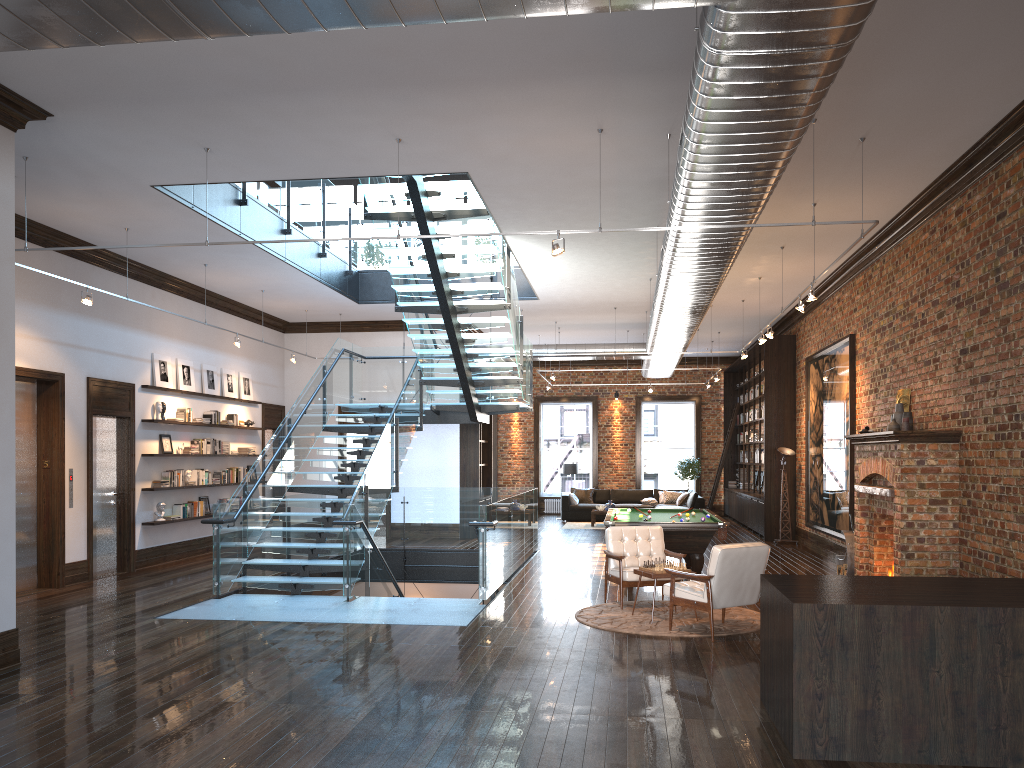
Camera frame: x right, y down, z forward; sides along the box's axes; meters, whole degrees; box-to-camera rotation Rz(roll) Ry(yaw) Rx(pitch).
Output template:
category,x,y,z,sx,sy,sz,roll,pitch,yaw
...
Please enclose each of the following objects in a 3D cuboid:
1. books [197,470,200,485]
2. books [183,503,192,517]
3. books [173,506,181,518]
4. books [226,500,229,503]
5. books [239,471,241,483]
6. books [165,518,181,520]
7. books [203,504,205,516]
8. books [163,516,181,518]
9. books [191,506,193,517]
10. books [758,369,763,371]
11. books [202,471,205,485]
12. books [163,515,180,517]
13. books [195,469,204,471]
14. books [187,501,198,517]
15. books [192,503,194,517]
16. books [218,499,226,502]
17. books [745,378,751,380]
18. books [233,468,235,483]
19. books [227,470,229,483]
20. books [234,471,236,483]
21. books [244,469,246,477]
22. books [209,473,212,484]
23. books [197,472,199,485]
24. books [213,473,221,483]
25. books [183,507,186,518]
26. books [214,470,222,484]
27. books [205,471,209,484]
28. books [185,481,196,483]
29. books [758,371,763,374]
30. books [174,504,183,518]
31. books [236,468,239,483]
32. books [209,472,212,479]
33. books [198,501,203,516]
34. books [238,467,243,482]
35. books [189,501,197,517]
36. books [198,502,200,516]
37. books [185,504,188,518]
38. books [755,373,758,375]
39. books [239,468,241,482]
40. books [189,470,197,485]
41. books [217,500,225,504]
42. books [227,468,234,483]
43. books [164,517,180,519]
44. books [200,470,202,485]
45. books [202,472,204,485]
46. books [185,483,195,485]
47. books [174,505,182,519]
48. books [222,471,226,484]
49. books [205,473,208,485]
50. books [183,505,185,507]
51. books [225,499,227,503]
category,x,y,z,sx,sy,sz,roll,pitch,yaw
books,-5.139,1.519,14.426,0.148,0.252,0.012,0,0,7
books,-5.184,2.013,14.134,0.140,0.225,0.060,0,0,7
books,-5.229,2.001,13.844,0.131,0.203,0.011,0,0,7
books,-5.007,2.132,15.454,0.151,0.207,0.085,0,-1,7
books,-4.940,1.657,15.861,0.166,0.214,0.027,0,0,7
books,-5.248,2.084,13.689,0.141,0.011,0.288,-1,-5,10
books,-5.127,2.065,14.558,0.154,0.191,0.028,0,0,7
books,-5.246,2.052,13.689,0.141,0.011,0.288,-1,-5,11
books,-5.172,2.038,14.178,0.152,0.183,0.030,0,0,7
books,5.797,-0.318,20.387,0.205,0.017,0.360,0,-5,5
books,-5.118,1.538,14.547,0.170,0.234,0.012,0,0,7
books,-5.252,2.041,13.690,0.142,0.011,0.255,-1,-5,8
books,-5.124,1.524,14.559,0.157,0.265,0.011,0,0,7
books,-5.154,2.016,14.281,0.176,0.244,0.082,0,0,7
books,-5.177,2.023,14.232,0.136,0.222,0.021,0,0,7
books,-5.038,2.108,15.335,0.137,0.228,0.138,0,-1,7
books,6.138,-0.123,22.925,0.192,0.007,0.365,-1,-5,9
books,-4.974,1.621,15.695,0.128,0.259,0.035,0,0,7
books,-5.011,1.619,15.494,0.115,0.229,0.025,0,0,7
books,-4.974,1.650,15.728,0.159,0.205,0.015,0,0,7
books,-4.909,1.659,16.090,0.169,0.246,0.013,0,0,7
books,-5.090,1.586,14.816,0.138,0.184,0.053,0,0,7
books,-5.146,1.531,14.359,0.154,0.218,0.030,0,0,7
books,-5.059,1.621,15.190,0.128,0.175,0.050,0,0,7
books,-5.194,2.016,13.916,0.167,0.184,0.029,0,0,7
books,-5.046,1.597,15.220,0.142,0.228,0.014,0,0,7
books,-5.112,1.561,14.765,0.142,0.224,0.012,0,0,7
books,-5.185,1.566,14.176,0.141,0.011,0.287,-1,-5,9
books,5.799,-0.263,20.387,0.193,0.030,0.314,0,-5,3
books,-5.224,1.993,13.889,0.126,0.225,0.031,0,0,7
books,-4.949,1.630,15.807,0.161,0.259,0.019,0,0,7
books,-5.098,1.573,14.836,0.143,0.214,0.042,0,0,7
books,-5.126,2.033,14.477,0.168,0.242,0.026,0,0,7
books,-4.929,1.635,16.016,0.145,0.281,0.006,0,0,7
books,-5.170,2.017,14.339,0.141,0.252,0.012,0,0,7
books,-5.148,2.033,14.423,0.147,0.232,0.036,0,0,7
books,-5.196,2.004,14.000,0.152,0.221,0.011,0,0,7
books,5.901,-0.233,21.110,0.204,0.011,0.309,-1,-5,7
books,-4.958,1.650,16.010,0.119,0.250,0.013,0,0,7
books,-5.155,1.512,14.329,0.141,0.252,0.012,0,0,7
books,-5.037,2.108,15.296,0.141,0.224,0.136,0,-1,7
books,-4.981,1.619,15.671,0.128,0.259,0.035,0,0,7
books,-5.248,2.062,13.689,0.142,0.011,0.256,0,-5,5
books,-5.138,1.531,14.485,0.153,0.239,0.010,0,0,7
books,-5.129,1.545,14.528,0.150,0.218,0.028,0,0,7
books,-5.181,1.598,14.175,0.142,0.011,0.257,0,-5,4
books,-5.221,1.999,13.861,0.133,0.209,0.024,0,0,7
books,-5.015,1.609,15.298,0.164,0.216,0.012,0,0,7
books,-5.108,1.565,14.665,0.158,0.201,0.060,0,0,7
books,-5.224,2.009,13.961,0.130,0.204,0.030,0,0,7
books,-5.034,2.107,15.348,0.146,0.234,0.142,0,-1,7
